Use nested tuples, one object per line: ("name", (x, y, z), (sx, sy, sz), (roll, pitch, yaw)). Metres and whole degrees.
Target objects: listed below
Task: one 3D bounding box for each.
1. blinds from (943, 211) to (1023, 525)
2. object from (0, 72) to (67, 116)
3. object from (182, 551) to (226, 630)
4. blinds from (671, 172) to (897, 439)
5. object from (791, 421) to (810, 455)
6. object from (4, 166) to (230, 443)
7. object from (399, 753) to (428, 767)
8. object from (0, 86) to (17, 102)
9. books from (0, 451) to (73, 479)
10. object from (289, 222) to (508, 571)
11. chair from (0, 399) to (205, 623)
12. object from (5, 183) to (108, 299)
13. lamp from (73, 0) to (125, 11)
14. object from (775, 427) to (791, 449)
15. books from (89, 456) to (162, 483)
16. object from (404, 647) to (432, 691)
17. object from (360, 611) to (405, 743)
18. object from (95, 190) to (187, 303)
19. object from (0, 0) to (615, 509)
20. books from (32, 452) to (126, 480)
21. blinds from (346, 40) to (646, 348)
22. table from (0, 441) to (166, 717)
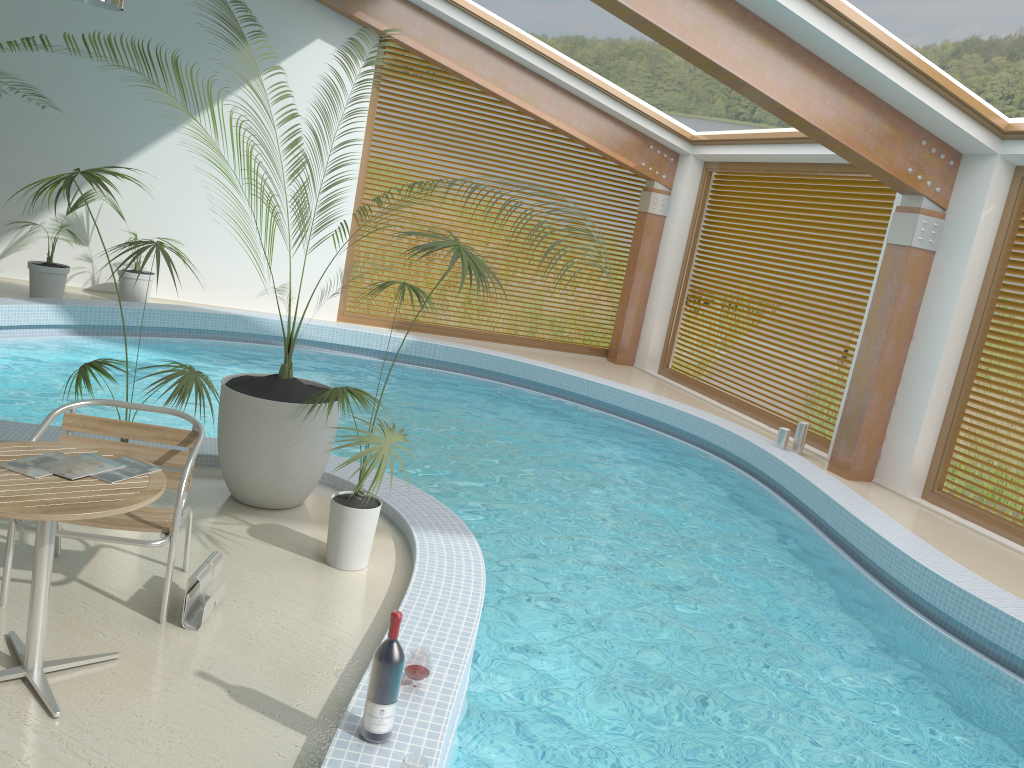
("blinds", (4.900, 0.112, 6.125), (0.095, 2.921, 4.200), (7, 11, -21))
("object", (-5.885, -2.350, 8.180), (2.729, 2.960, 2.979), (2, 14, -40))
("object", (-1.240, 0.834, 3.598), (0.081, 0.223, 0.272), (11, 11, -1))
("blinds", (3.253, -1.080, 10.728), (0.095, 2.921, 4.200), (7, 11, -21))
("object", (2.934, 0.549, 9.024), (0.115, 0.320, 0.115), (16, 12, 27))
("object", (-1.848, -0.148, 4.142), (1.059, 1.695, 0.791), (14, 11, 14))
("object", (-0.294, 1.166, 2.605), (0.102, 0.137, 0.102), (8, 11, -13))
("object", (-5.285, -1.807, 5.931), (2.979, 2.960, 2.729), (18, 13, 33))
("books", (-1.548, 0.267, 2.946), (0.166, 0.004, 0.241), (15, 11, 19))
("object", (-0.574, 0.079, 4.229), (0.791, 1.695, 1.059), (4, 13, -34))
("chair", (-1.624, 0.492, 3.600), (0.618, 0.727, 0.563), (9, 11, -9))
("object", (-4.870, -1.553, 9.522), (0.822, 1.310, 1.067), (14, 11, 18))
("lamp", (-3.454, -4.253, 7.508), (0.506, 1.958, 0.505), (7, 11, -21))
("object", (2.673, 0.529, 8.746), (0.115, 0.204, 0.115), (14, 11, 19))
("books", (-1.341, 0.291, 3.026), (0.166, 0.004, 0.241), (15, 11, 19))
("object", (-0.343, 1.037, 3.232), (0.102, 0.137, 0.102), (8, 11, -13))
("object", (-0.406, 0.939, 2.866), (0.109, 0.435, 0.109), (13, 11, 13))
("object", (-4.313, -1.573, 10.188), (1.067, 1.310, 0.822), (9, 11, -9))
("object", (-1.027, -0.740, 4.611), (2.979, 2.960, 2.729), (10, 11, -4))
("books", (-1.449, 0.274, 2.983), (0.166, 0.004, 0.241), (15, 11, 19))
("blinds", (-0.093, -2.644, 12.528), (4.500, 4.025, 0.099), (7, 11, -21))
("table", (-1.560, 0.640, 2.942), (0.700, 0.720, 0.700), (10, 11, -2))
